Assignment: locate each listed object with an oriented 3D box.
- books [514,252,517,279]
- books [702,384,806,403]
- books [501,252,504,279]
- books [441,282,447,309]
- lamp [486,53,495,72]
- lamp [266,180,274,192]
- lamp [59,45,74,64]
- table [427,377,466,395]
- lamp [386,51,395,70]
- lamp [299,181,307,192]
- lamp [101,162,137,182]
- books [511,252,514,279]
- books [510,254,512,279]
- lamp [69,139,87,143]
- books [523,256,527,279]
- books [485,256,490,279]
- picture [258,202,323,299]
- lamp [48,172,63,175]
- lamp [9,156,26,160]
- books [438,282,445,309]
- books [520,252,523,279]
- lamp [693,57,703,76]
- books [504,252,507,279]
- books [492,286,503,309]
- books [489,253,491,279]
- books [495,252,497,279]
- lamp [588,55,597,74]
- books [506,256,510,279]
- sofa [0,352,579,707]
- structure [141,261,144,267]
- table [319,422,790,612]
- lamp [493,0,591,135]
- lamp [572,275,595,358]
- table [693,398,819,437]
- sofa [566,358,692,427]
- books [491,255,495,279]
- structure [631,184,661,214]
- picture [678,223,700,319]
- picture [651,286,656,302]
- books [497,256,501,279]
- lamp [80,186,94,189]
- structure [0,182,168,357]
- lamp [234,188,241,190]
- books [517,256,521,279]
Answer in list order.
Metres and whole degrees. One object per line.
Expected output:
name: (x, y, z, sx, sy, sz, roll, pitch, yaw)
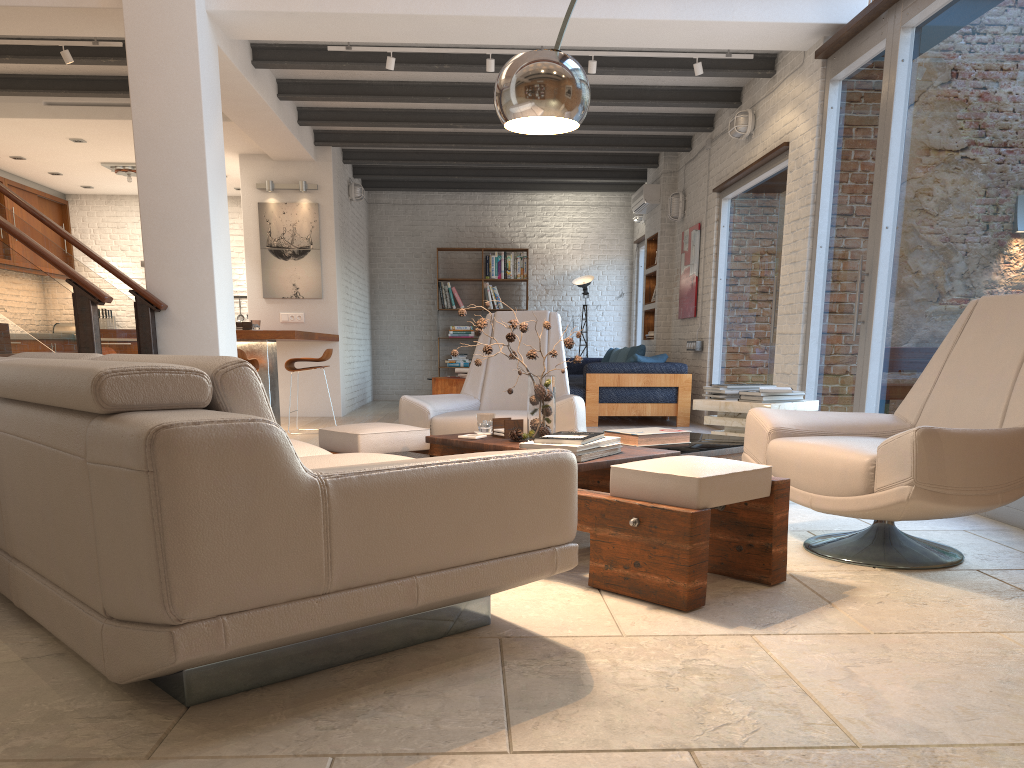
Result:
books: (0.048, -1.723, 12.764, 0.036, 0.394, 0.236, 0, 10, -3)
books: (1.365, 0.051, 4.803, 0.388, 0.081, 0.556, -1, 3, -19)
books: (-0.140, -1.723, 12.746, 0.036, 0.394, 0.236, 0, 10, -3)
books: (-0.996, -1.295, 12.820, 0.091, 0.395, 0.236, 0, 10, -3)
lamp: (-0.157, -2.327, 6.339, 0.061, 0.132, 0.083, 0, 9, -1)
lamp: (-2.617, -2.137, 9.414, 0.079, 0.107, 0.078, 4, 10, 25)
lamp: (-3.165, -2.335, 6.199, 0.086, 0.133, 0.058, -8, 14, -42)
table: (-0.539, 0.136, 10.536, 1.076, 0.458, 1.787, 0, 3, 3)
lamp: (-0.878, -2.329, 6.304, 0.059, 0.133, 0.084, -7, 12, -32)
lamp: (-2.262, -2.136, 9.430, 0.079, 0.107, 0.078, 4, 10, 25)
lamp: (-4.446, -2.431, 10.122, 0.450, 0.175, 0.439, 0, 4, -3)
books: (0.010, -1.723, 12.776, 0.036, 0.394, 0.236, 0, 10, -3)
books: (-0.018, -1.709, 12.764, 0.021, 0.369, 0.264, 0, 9, -3)
lamp: (-4.385, -2.477, 8.805, 0.124, 0.056, 0.121, 0, 4, -3)
books: (0.190, -1.695, 12.793, 0.055, 0.339, 0.247, 0, 9, -3)
books: (-0.359, -1.696, 12.762, 0.055, 0.339, 0.247, 0, 9, -3)
picture: (-2.444, -1.466, 9.623, 0.655, 1.045, 0.019, 0, 12, -2)
lamp: (-5.500, -2.550, 10.497, 0.124, 0.056, 0.121, 0, 4, -3)
lamp: (-5.460, -2.515, 9.629, 0.124, 0.056, 0.121, 0, 4, -3)
books: (-1.033, -1.294, 12.811, 0.091, 0.395, 0.236, 0, 10, -3)
books: (0.142, -1.722, 12.769, 0.036, 0.394, 0.236, 0, 10, -3)
lamp: (1.368, -2.323, 6.399, 0.086, 0.133, 0.058, -8, 14, -42)
books: (-0.103, -1.723, 12.758, 0.036, 0.394, 0.236, 0, 10, -3)
books: (-0.211, -1.263, 12.848, 0.158, 0.338, 0.247, 0, 9, -3)
books: (-0.320, -1.710, 12.760, 0.021, 0.369, 0.264, 0, 9, -3)
books: (-0.234, -1.723, 12.748, 0.036, 0.394, 0.236, 0, 10, -3)
lamp: (0.587, -2.331, 6.370, 0.061, 0.124, 0.083, 0, 9, -1)
books: (-0.056, -1.695, 12.751, 0.055, 0.339, 0.247, 0, 9, -3)
sofa: (-1.000, 0.289, 2.774, 1.131, 0.777, 2.298, -5, 6, -43)
structure: (-4.509, -2.085, 11.867, 0.986, 1.022, 0.443, 0, 11, -3)
table: (0.367, 0.417, 3.863, 1.950, 0.441, 2.175, -2, 4, -42)
lamp: (0.807, -0.498, 2.497, 2.013, 2.418, 0.312, 6, 13, 33)
lamp: (1.214, -0.649, 12.688, 0.502, 1.899, 0.848, -7, 13, -30)
table: (1.361, 0.343, 4.923, 0.489, 0.518, 0.487, -7, 10, -42)
sofa: (0.683, 0.024, 10.688, 2.079, 0.678, 3.855, 0, 3, -3)
books: (-0.281, -1.695, 12.748, 0.055, 0.339, 0.247, 0, 9, -3)
structure: (1.634, -2.258, 10.678, 0.200, 0.225, 0.795, 0, 3, -3)
picture: (1.942, -1.214, 9.575, 0.019, 0.987, 0.722, 0, 9, -3)
picture: (1.834, -1.152, 10.972, 0.102, 0.251, 0.188, -2, 9, -12)
books: (-0.188, -1.696, 12.770, 0.055, 0.339, 0.247, 0, 9, -3)
lamp: (-5.539, -2.585, 11.365, 0.124, 0.056, 0.121, 0, 4, -3)
structure: (-2.750, -1.585, 6.072, 10.153, 4.251, 13.521, 0, 3, -3)
lamp: (-3.575, -2.580, 11.452, 0.124, 0.056, 0.121, 0, 4, -3)
books: (0.094, -1.695, 12.767, 0.055, 0.339, 0.247, 0, 9, -3)
